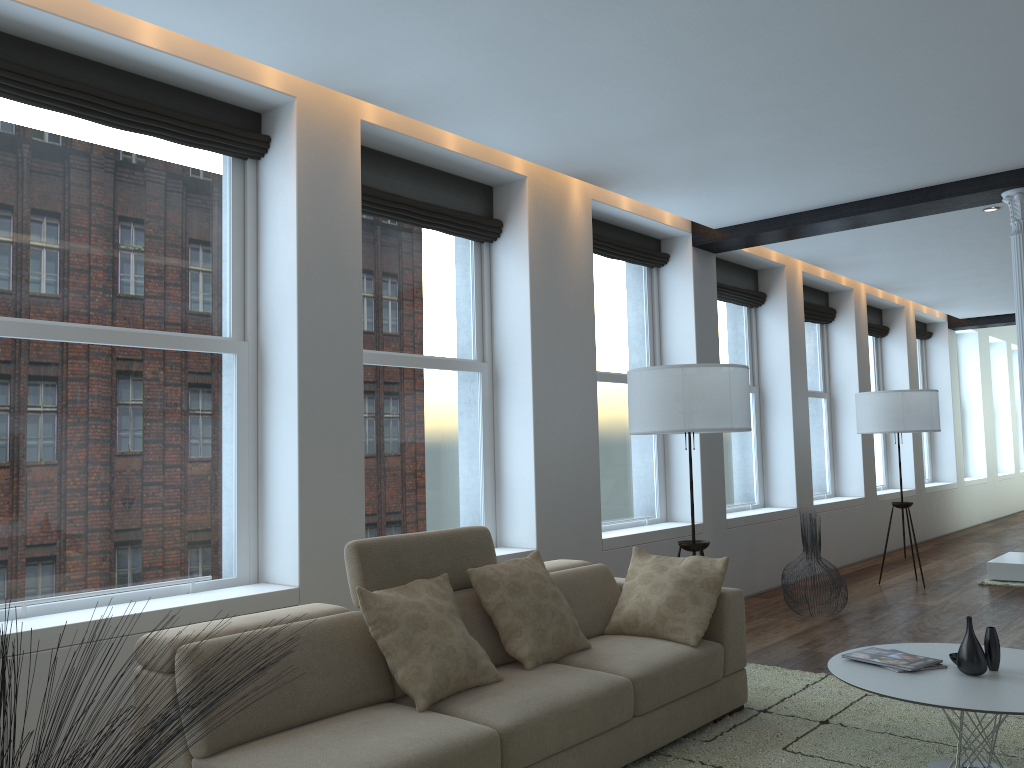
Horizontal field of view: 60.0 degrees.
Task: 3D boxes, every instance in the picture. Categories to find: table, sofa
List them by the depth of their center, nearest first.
[{"bbox_3d":[1.732,1.279,3.315,1.022,0.393,1.022,-1,-4,-5],"label":"table"},{"bbox_3d":[-0.075,1.087,3.640,1.018,0.950,2.581,-5,-6,40],"label":"sofa"},{"bbox_3d":[4.880,1.665,7.972,0.900,0.170,0.900,-5,-6,40],"label":"table"}]

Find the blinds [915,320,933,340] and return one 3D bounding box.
[{"bbox_3d":[5.595,-0.789,12.435,0.156,0.275,1.563,-5,-6,40],"label":"blinds"}]

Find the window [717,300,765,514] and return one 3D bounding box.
[{"bbox_3d":[1.946,0.049,8.157,0.123,2.400,1.432,-5,-6,40],"label":"window"}]

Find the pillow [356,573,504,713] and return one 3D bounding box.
[{"bbox_3d":[-0.318,0.953,3.367,0.368,0.416,0.519,-5,-5,36],"label":"pillow"}]

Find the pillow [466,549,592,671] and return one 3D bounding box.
[{"bbox_3d":[0.077,0.970,3.850,0.301,0.439,0.534,-5,-5,37],"label":"pillow"}]

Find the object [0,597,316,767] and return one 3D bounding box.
[{"bbox_3d":[-1.093,0.948,2.131,1.119,1.014,1.125,-4,-5,27],"label":"object"}]

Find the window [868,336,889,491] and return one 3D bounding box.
[{"bbox_3d":[4.336,0.202,10.949,0.123,2.400,1.443,-5,-6,40],"label":"window"}]

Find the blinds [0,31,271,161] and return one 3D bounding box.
[{"bbox_3d":[-1.717,-1.260,3.892,0.156,0.275,1.442,-5,-6,40],"label":"blinds"}]

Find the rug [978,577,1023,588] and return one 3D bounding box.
[{"bbox_3d":[6.697,1.687,7.604,4.231,0.020,2.972,-5,-6,40],"label":"rug"}]

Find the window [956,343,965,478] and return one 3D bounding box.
[{"bbox_3d":[6.786,0.358,13.811,0.123,2.400,1.373,-5,-6,40],"label":"window"}]

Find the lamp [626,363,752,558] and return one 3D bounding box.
[{"bbox_3d":[1.040,0.776,5.100,0.698,1.728,0.698,1,-5,-26],"label":"lamp"}]

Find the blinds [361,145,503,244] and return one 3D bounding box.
[{"bbox_3d":[-0.552,-1.127,5.248,0.156,0.393,1.342,-5,-6,40],"label":"blinds"}]

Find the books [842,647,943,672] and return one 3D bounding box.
[{"bbox_3d":[1.502,1.088,3.514,0.220,0.010,0.300,2,-5,-34],"label":"books"}]

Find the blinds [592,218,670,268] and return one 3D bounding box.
[{"bbox_3d":[0.790,-1.101,6.822,0.156,0.275,1.396,-5,-6,40],"label":"blinds"}]

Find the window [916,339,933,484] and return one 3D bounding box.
[{"bbox_3d":[5.572,0.280,12.393,0.123,2.400,1.563,-5,-6,40],"label":"window"}]

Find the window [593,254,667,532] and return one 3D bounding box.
[{"bbox_3d":[0.770,-0.026,6.782,0.123,2.400,1.391,-5,-6,40],"label":"window"}]

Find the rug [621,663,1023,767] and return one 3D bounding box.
[{"bbox_3d":[0.885,1.465,2.772,2.972,0.020,4.231,-5,-6,40],"label":"rug"}]

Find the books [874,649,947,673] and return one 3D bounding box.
[{"bbox_3d":[1.527,1.097,3.519,0.220,0.010,0.300,0,-4,-15],"label":"books"}]

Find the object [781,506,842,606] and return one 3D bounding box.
[{"bbox_3d":[2.394,1.375,7.124,0.458,0.781,0.458,-5,-6,40],"label":"object"}]

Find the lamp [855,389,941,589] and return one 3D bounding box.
[{"bbox_3d":[3.502,0.934,7.976,0.698,1.728,0.698,1,-5,-26],"label":"lamp"}]

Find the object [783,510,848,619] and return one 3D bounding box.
[{"bbox_3d":[2.256,1.341,6.630,0.458,0.781,0.458,-5,-6,40],"label":"object"}]

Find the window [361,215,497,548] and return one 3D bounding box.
[{"bbox_3d":[-0.574,-0.111,5.212,0.123,2.400,1.345,-5,-6,40],"label":"window"}]

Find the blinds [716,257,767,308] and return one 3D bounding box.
[{"bbox_3d":[1.981,-0.967,8.183,0.183,0.395,1.431,-5,-6,40],"label":"blinds"}]

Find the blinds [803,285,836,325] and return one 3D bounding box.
[{"bbox_3d":[3.164,-0.883,9.588,0.156,0.424,1.439,-5,-6,40],"label":"blinds"}]

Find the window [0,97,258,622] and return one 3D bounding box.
[{"bbox_3d":[-1.740,-0.185,3.850,0.123,2.400,1.444,-5,-6,40],"label":"window"}]

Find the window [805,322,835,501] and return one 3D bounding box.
[{"bbox_3d":[3.140,0.125,9.551,0.123,2.400,1.442,-5,-6,40],"label":"window"}]

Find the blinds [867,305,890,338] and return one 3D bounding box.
[{"bbox_3d":[4.360,-0.814,10.986,0.156,0.393,1.442,-5,-6,40],"label":"blinds"}]

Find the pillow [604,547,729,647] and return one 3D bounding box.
[{"bbox_3d":[0.753,1.007,4.272,0.518,0.393,0.395,-5,-5,37],"label":"pillow"}]
